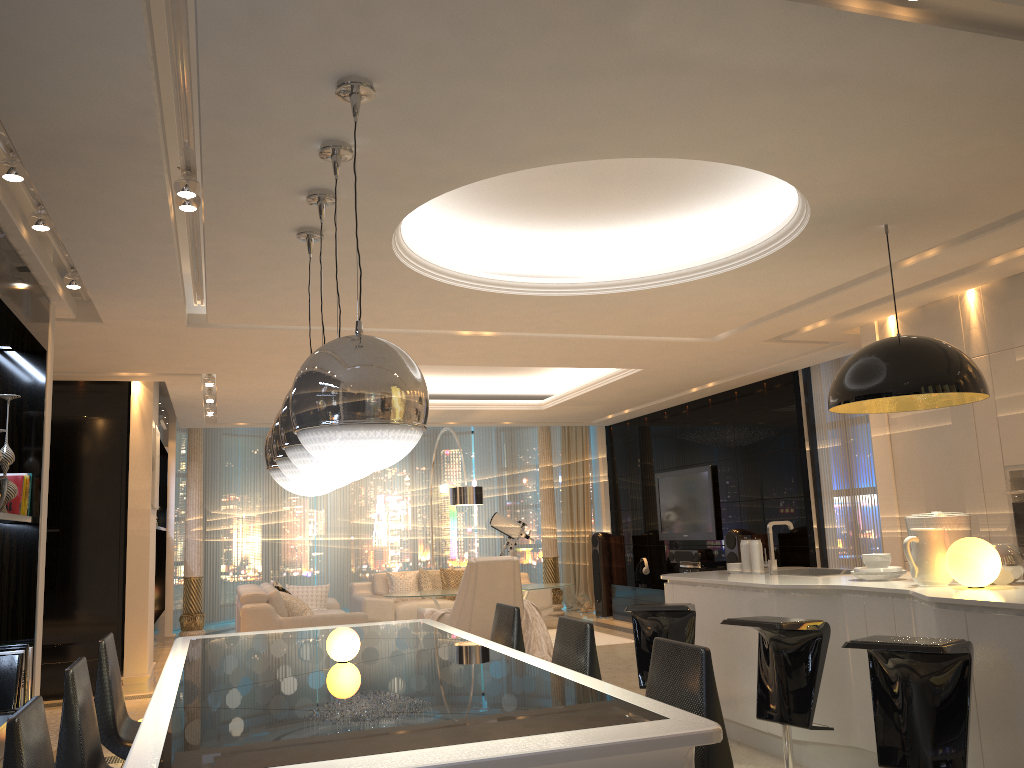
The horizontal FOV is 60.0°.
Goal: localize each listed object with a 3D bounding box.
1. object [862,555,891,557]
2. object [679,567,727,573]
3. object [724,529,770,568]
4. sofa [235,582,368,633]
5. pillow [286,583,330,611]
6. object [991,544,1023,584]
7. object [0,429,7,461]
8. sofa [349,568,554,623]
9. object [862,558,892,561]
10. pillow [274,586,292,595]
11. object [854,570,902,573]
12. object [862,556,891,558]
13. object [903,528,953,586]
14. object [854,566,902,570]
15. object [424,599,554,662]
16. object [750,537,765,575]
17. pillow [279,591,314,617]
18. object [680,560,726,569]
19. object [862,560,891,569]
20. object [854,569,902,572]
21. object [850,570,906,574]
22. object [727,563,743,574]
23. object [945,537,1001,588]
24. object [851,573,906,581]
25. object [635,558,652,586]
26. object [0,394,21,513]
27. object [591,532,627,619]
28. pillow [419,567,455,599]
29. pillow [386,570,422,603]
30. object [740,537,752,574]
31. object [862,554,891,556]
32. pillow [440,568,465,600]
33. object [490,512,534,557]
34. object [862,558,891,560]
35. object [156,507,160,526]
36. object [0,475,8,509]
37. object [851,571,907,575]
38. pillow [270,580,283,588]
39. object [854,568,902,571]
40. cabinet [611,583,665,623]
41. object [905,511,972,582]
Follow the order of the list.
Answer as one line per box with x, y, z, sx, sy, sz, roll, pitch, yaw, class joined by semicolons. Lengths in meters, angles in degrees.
1.847;0.893;4.487;0.138;0.051;0.138;-8;-11;29;object
2.115;2.102;9.829;0.407;0.130;0.446;1;-10;-18;object
2.401;2.000;8.807;0.468;1.127;0.285;1;-10;-18;object
-2.217;2.435;9.085;1.145;0.754;2.328;1;-10;-18;sofa
-2.283;2.361;9.810;0.521;0.325;0.281;-1;-9;-9;pillow
2.166;0.801;3.948;0.211;0.174;0.211;-8;-11;28;object
-2.554;0.435;4.355;0.121;0.416;0.121;1;-10;-23;object
-0.766;2.671;10.918;2.328;0.754;1.145;1;-10;-18;sofa
1.848;0.910;4.485;0.138;0.051;0.138;-8;-11;29;object
-2.250;2.222;9.046;0.323;0.355;0.524;1;-10;-18;pillow
1.850;0.949;4.479;0.229;0.016;0.229;-4;-9;11;object
1.847;0.899;4.486;0.138;0.051;0.138;-8;-11;29;object
1.898;0.785;4.028;0.183;0.254;0.211;-9;-11;33;object
1.849;0.935;4.481;0.229;0.016;0.229;-4;-9;11;object
-0.087;2.257;8.074;1.347;0.580;0.972;-6;-10;18;object
1.481;1.038;5.361;0.071;0.219;0.071;6;-12;-41;object
-2.096;2.180;8.616;0.351;0.329;0.521;1;-10;-18;pillow
2.132;2.003;9.850;0.371;0.070;0.441;1;-10;-18;object
1.848;0.916;4.484;0.138;0.051;0.138;-8;-11;29;object
1.849;0.945;4.480;0.229;0.016;0.229;-4;-9;11;object
1.850;0.960;4.476;0.264;0.033;0.264;-10;-12;40;object
1.395;1.147;5.518;0.111;0.062;0.111;-3;-9;3;object
1.985;0.768;3.818;0.213;0.214;0.212;-8;-11;31;object
1.850;0.972;4.474;0.264;0.033;0.264;-10;-12;40;object
1.674;2.375;11.217;0.197;0.343;0.197;-9;-11;35;object
-2.581;0.364;4.521;0.121;0.612;0.121;1;-10;-23;object
1.345;2.560;11.961;0.468;1.127;0.285;1;-10;-18;object
-0.930;2.482;10.987;0.587;0.429;0.288;6;-13;-43;pillow
-1.298;2.475;10.834;0.463;0.380;0.222;0;-10;-14;pillow
1.447;1.056;5.461;0.071;0.219;0.071;2;-10;-27;object
1.847;0.888;4.488;0.138;0.051;0.138;-8;-11;29;object
-0.604;2.468;11.020;0.575;0.436;0.301;0;-9;-12;pillow
0.016;2.560;12.671;0.616;1.471;0.570;0;-9;-12;object
1.847;0.905;4.485;0.138;0.051;0.138;-8;-11;29;object
-4.210;1.554;10.441;0.116;0.293;0.182;1;-10;-21;object
-2.441;0.515;4.095;0.193;0.177;0.375;0;-10;-17;object
1.850;0.966;4.475;0.264;0.033;0.264;-10;-12;40;object
-2.435;2.283;9.463;0.255;0.399;0.526;1;-10;-18;pillow
1.849;0.940;4.480;0.229;0.016;0.229;-4;-9;11;object
1.950;2.615;10.337;0.416;0.444;2.842;1;-10;-18;cabinet
2.059;0.778;4.261;0.288;0.330;0.288;-2;-9;-1;object
